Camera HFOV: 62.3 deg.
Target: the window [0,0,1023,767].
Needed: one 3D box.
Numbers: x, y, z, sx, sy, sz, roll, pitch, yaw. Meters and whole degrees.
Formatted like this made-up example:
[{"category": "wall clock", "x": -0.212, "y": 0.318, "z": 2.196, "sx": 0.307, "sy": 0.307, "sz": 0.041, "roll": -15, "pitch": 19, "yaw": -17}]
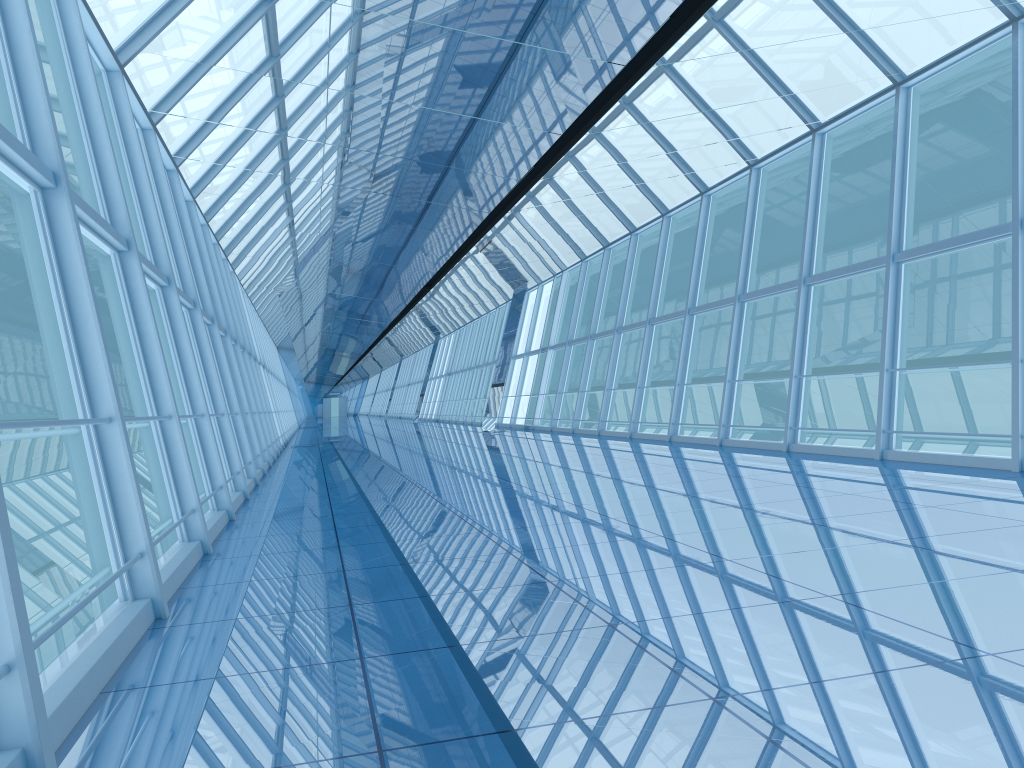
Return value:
[{"category": "window", "x": -9.223, "y": -0.047, "z": 50.828, "sx": 9.942, "sy": 4.935, "sz": 105.371, "roll": -3, "pitch": -1, "yaw": -13}]
